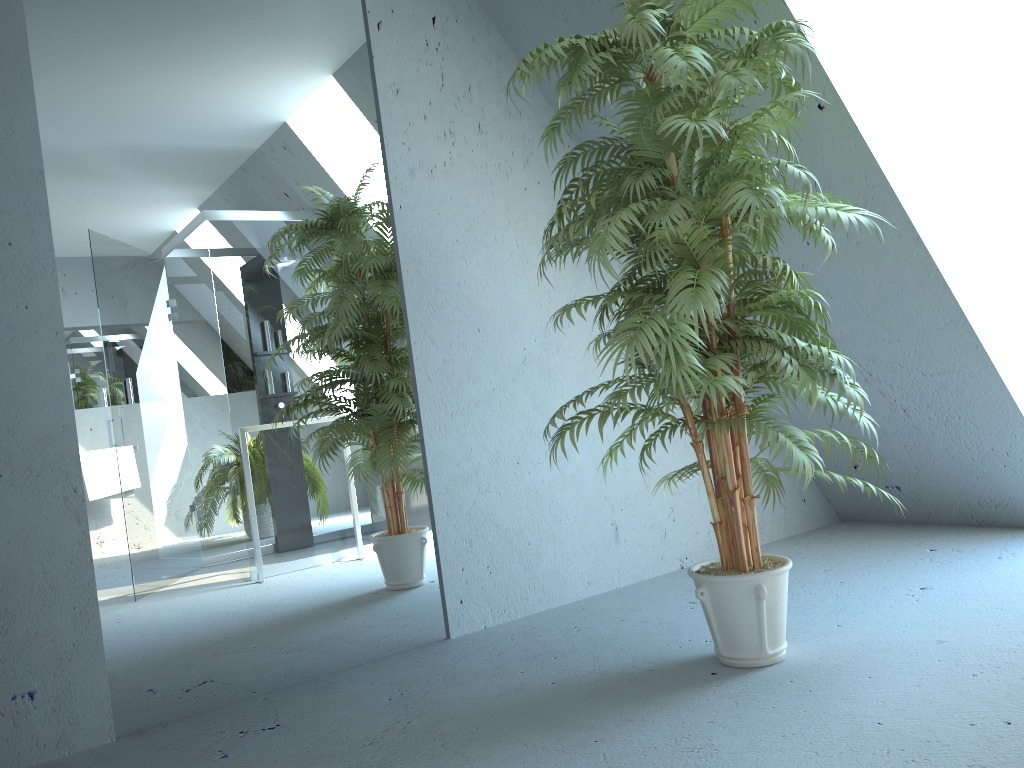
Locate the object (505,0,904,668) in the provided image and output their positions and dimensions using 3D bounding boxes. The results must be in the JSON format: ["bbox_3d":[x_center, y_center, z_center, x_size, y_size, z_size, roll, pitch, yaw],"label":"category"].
[{"bbox_3d":[0.541,-0.248,2.493,0.980,2.034,1.020,-8,-1,14],"label":"object"}]
